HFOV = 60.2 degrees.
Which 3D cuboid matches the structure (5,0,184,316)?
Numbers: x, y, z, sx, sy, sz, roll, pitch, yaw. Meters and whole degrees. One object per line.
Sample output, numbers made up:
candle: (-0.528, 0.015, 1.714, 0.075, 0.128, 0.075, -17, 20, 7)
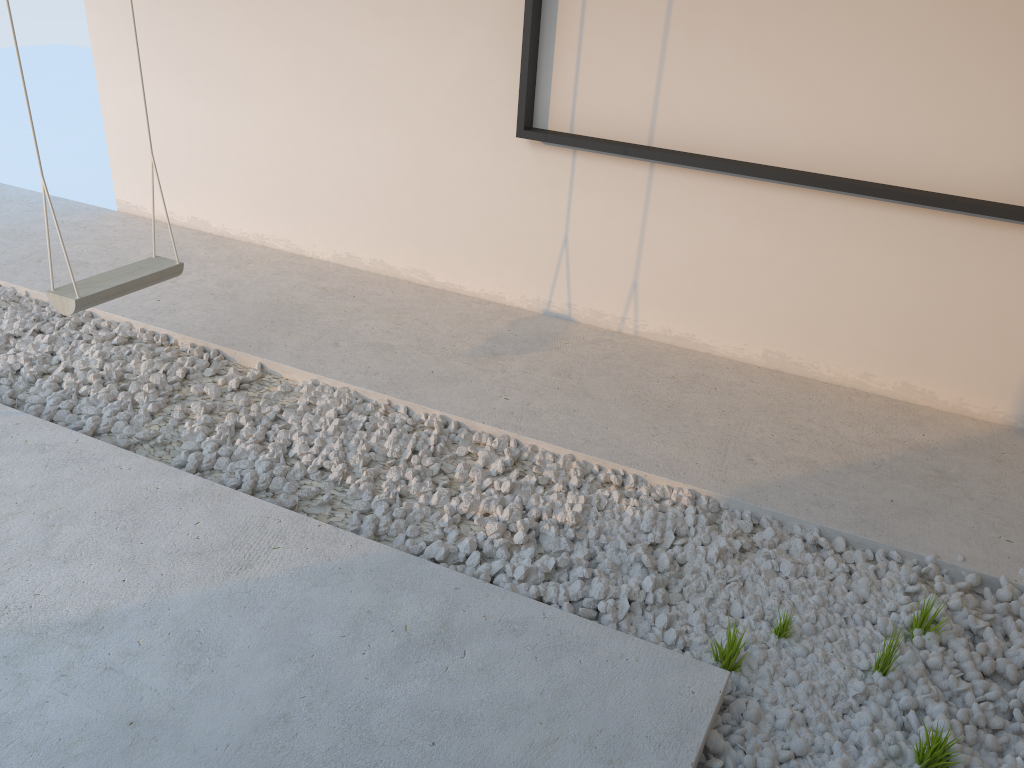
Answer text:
structure: (-1.255, -1.145, 2.501, 0.128, 1.944, 0.448, 17, 32, 22)
